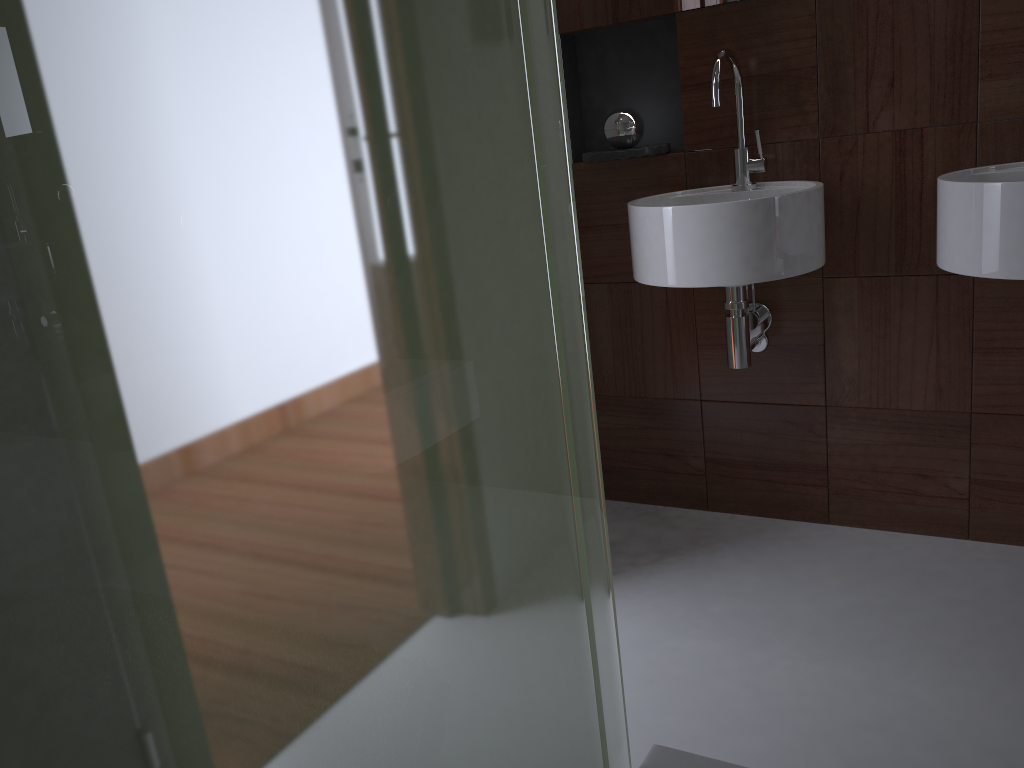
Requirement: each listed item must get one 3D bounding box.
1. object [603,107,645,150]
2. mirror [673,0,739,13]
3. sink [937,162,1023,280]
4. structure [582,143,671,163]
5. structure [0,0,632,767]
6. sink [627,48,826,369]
[{"bbox_3d":[0.814,-0.614,1.888,1.350,0.104,0.104,2,18,31],"label":"object"},{"bbox_3d":[0.478,-1.166,1.907,0.316,0.635,0.010,2,18,31],"label":"mirror"},{"bbox_3d":[1.010,-0.338,1.626,0.415,0.715,0.417,2,18,31],"label":"sink"},{"bbox_3d":[0.287,-0.582,2.235,0.222,0.023,0.220,-9,16,-8],"label":"structure"},{"bbox_3d":[-0.523,-0.056,0.481,0.765,2.079,1.015,2,18,31],"label":"structure"},{"bbox_3d":[0.467,-0.361,1.949,0.415,0.715,0.417,2,18,31],"label":"sink"}]
